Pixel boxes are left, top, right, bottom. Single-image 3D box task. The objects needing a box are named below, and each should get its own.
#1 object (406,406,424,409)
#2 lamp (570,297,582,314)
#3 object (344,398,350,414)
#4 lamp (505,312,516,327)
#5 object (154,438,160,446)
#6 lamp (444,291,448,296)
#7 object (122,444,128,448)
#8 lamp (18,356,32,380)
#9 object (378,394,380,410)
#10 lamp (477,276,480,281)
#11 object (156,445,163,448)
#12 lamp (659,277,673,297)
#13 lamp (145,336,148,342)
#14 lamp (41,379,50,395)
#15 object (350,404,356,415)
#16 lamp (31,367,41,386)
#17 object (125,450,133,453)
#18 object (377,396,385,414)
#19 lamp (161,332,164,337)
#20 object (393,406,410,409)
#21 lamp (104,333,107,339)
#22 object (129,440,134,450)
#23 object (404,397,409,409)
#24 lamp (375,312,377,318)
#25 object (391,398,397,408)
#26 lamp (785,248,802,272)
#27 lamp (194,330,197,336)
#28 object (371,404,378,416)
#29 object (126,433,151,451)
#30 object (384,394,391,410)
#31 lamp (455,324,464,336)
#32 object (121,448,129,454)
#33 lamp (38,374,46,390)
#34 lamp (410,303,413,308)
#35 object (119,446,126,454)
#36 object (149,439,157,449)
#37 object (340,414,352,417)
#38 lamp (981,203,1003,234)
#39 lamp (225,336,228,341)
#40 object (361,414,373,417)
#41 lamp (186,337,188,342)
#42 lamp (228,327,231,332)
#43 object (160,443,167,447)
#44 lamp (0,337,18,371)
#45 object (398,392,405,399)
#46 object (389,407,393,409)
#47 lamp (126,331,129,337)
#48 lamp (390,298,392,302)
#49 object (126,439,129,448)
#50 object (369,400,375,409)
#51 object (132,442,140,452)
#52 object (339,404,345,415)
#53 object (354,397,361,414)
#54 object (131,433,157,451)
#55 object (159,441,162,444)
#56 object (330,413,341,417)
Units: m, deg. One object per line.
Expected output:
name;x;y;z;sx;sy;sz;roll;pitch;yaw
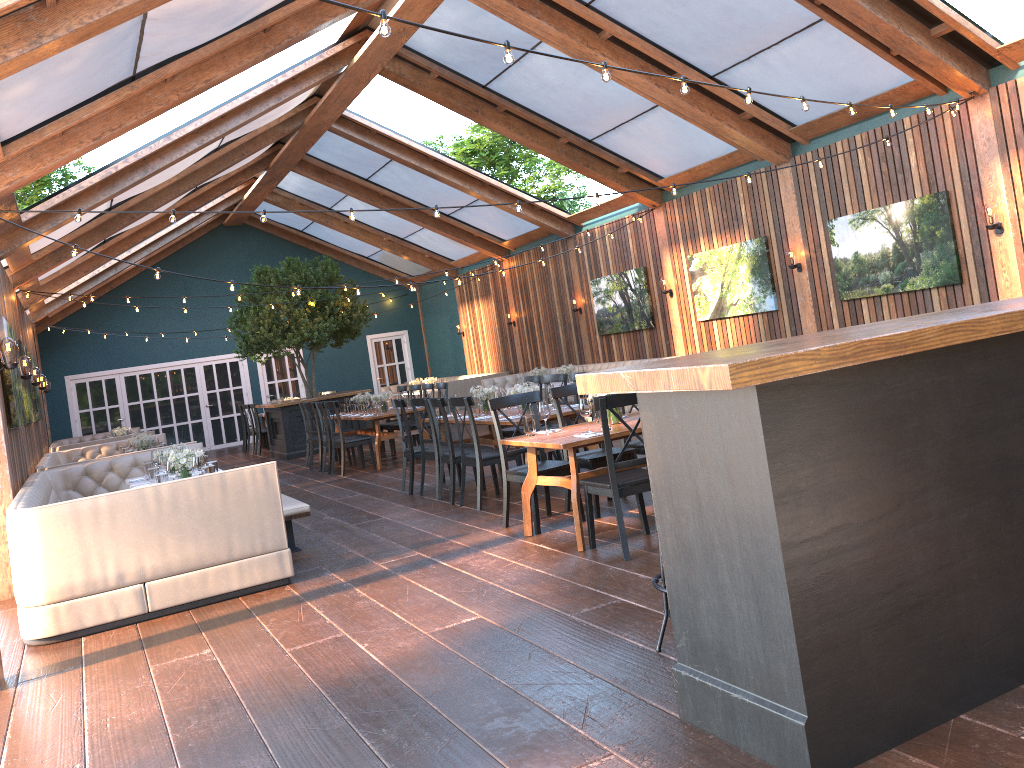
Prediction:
object;-1.398;0.335;12.639;0.256;0.019;0.157;-10;3;-26
lamp;1.171;-1.436;16.245;0.178;0.320;0.145;-8;-1;-26
object;-2.584;0.344;13.901;0.092;0.245;0.092;-9;-1;22
lamp;-0.042;-1.363;18.697;0.178;0.320;0.145;-8;-1;-26
object;-4.536;0.814;11.290;0.092;0.245;0.092;-9;-1;22
lamp;-1.387;-1.907;18.618;0.065;0.118;0.057;-9;-1;40
object;-5.550;0.947;12.712;0.092;0.158;0.091;-8;0;-40
lamp;-5.410;-0.155;9.809;0.178;0.320;0.145;-8;-1;-26
object;-2.064;0.278;13.666;0.092;0.245;0.092;-8;-1;-29
lamp;-0.708;-2.235;18.711;0.074;0.115;0.056;-9;-1;-20
object;-4.377;0.846;11.011;0.091;0.158;0.092;-9;0;10
lamp;2.393;-1.511;13.771;0.178;0.320;0.145;-8;-1;-26
lamp;-7.290;-0.900;17.640;0.057;0.119;0.059;-8;-1;-22
lamp;-9.058;0.067;17.189;0.178;0.320;0.145;-8;-1;-26
object;-2.377;0.385;13.254;0.092;0.158;0.091;-8;0;-20
lamp;-6.633;-0.081;12.282;0.178;0.320;0.145;-8;-1;-26
object;-4.722;0.902;10.926;0.092;0.158;0.091;-8;0;-40
object;-1.840;0.299;12.396;0.092;0.245;0.092;-8;-1;-23
lamp;-7.509;-1.063;19.017;0.056;0.120;0.056;-8;-1;-24
object;-1.656;0.351;13.163;0.256;0.019;0.157;-10;3;-26
lamp;-8.037;-0.953;17.474;0.060;0.119;0.056;-8;-1;-32
object;-5.035;0.869;11.752;0.092;0.245;0.092;-9;-1;22
object;-1.532;0.279;12.771;0.091;0.158;0.092;-9;0;10
lamp;-2.835;-1.432;18.438;0.056;0.121;0.056;-9;-1;40
object;-1.767;0.291;13.298;0.091;0.158;0.092;-9;0;30
lamp;3.600;-1.584;11.330;0.178;0.320;0.145;-8;-1;-26
lamp;-6.996;-1.126;19.558;0.056;0.121;0.056;-9;-1;-2
object;-1.900;0.358;12.262;0.091;0.158;0.092;-9;0;10
object;-5.174;0.832;12.310;0.337;0.310;0.328;-9;1;-14
object;-1.858;0.266;13.179;0.092;0.245;0.092;-9;-1;16
lamp;-1.255;-1.289;21.152;0.178;0.320;0.145;-8;-1;-26
object;-5.079;0.924;11.642;0.092;0.158;0.091;-8;0;-40
lamp;-7.845;-0.007;14.735;0.178;0.320;0.145;-8;-1;-26
lamp;-2.102;-1.644;18.525;0.056;0.121;0.056;-9;-1;41
object;-5.417;0.944;12.334;0.092;0.158;0.091;-8;0;-40
object;-4.480;0.816;11.062;0.092;0.245;0.092;-9;-1;22
object;-2.473;0.464;13.391;0.256;0.019;0.157;-10;3;-26
lamp;4.814;-1.657;8.873;0.178;0.320;0.145;-8;-1;-26
lamp;-5.799;-0.925;17.952;0.056;0.119;0.060;-9;-1;10
object;-2.003;0.437;12.408;0.256;0.019;0.157;-10;3;-26
lamp;-6.526;-0.890;17.770;0.056;0.115;0.074;-9;0;17
lamp;-6.421;-1.230;20.092;0.066;0.118;0.056;-9;-1;18
object;-4.481;0.845;11.387;0.092;0.158;0.091;-8;0;-40
lamp;-4.204;-0.228;7.367;0.178;0.320;0.145;-8;-1;-26
object;-1.579;0.247;12.683;0.092;0.245;0.092;-9;-1;-1
object;-1.887;0.368;13.646;0.256;0.019;0.157;-10;3;-26
lamp;-8.038;-1.047;18.468;0.056;0.121;0.056;-8;-1;-11
lamp;-3.164;-2.197;23.160;0.056;0.121;0.056;-8;-1;-44
object;-5.362;0.888;12.430;0.092;0.245;0.092;-9;-1;22
object;-2.261;0.321;14.302;0.092;0.158;0.092;-9;0;0
object;-4.682;0.847;11.043;0.092;0.245;0.092;-8;-1;-23
object;-2.638;0.401;13.780;0.092;0.158;0.091;-9;0;-10
object;-2.330;0.330;13.367;0.092;0.245;0.092;-8;-1;-29
object;-4.749;0.806;11.454;0.336;0.310;0.328;-9;1;-10
object;-4.814;0.865;12.063;0.092;0.158;0.091;-8;0;-40
object;-2.756;0.483;13.922;0.256;0.019;0.157;-10;3;-26
